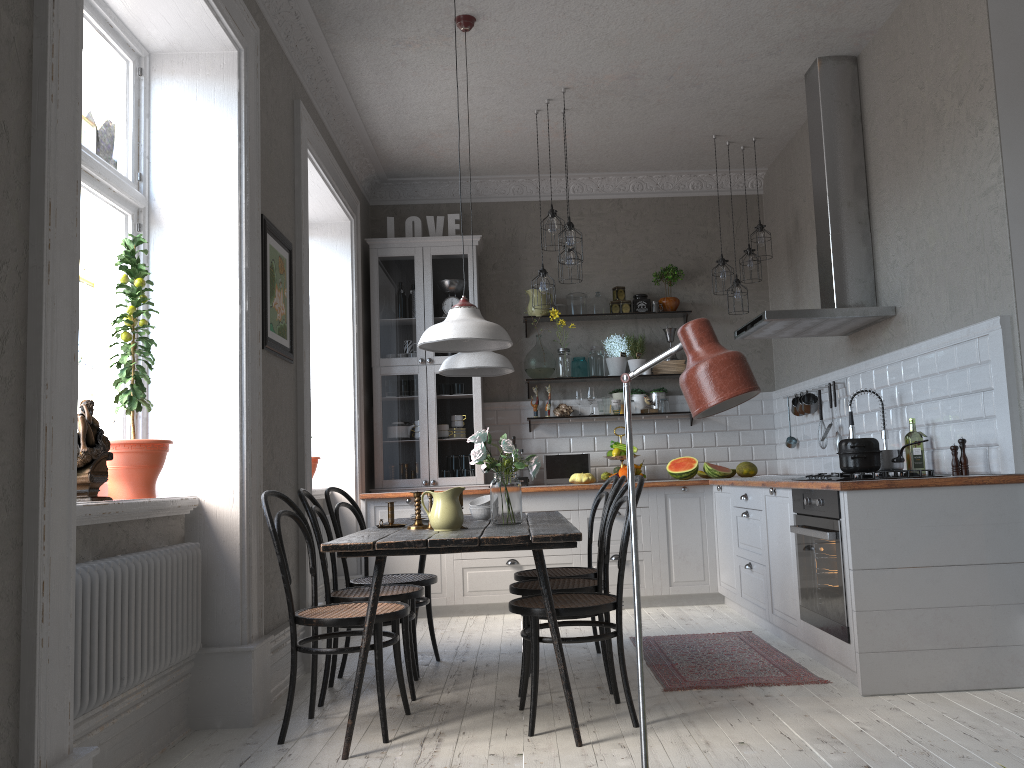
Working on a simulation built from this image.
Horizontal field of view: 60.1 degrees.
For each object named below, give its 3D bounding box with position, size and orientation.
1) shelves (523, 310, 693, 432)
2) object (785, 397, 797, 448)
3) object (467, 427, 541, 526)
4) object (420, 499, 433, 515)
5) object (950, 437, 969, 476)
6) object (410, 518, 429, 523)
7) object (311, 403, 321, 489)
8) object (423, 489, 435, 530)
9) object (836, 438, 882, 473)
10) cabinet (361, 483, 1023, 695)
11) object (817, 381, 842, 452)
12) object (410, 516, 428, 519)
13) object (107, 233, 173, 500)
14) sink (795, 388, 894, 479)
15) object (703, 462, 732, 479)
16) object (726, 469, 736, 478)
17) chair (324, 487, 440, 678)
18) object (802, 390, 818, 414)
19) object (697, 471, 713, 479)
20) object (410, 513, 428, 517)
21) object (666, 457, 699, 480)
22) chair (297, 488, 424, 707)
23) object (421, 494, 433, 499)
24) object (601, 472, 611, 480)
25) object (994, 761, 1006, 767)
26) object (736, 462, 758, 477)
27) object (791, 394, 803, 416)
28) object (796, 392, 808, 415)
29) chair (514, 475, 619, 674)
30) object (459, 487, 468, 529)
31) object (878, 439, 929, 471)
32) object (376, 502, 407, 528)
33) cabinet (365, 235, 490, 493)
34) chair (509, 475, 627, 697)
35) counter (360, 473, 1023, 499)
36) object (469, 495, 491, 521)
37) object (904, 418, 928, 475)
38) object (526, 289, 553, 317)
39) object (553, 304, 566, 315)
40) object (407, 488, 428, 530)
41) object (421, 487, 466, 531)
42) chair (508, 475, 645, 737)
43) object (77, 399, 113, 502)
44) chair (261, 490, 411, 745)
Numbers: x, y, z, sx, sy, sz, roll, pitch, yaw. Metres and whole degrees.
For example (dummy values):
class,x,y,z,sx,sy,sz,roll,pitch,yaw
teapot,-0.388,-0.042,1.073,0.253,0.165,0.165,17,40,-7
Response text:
class,x,y,z,sx,sy,sz,roll,pitch,yaw
shelves,0.762,-0.078,6.939,1.318,0.923,0.228,-2,-6,-2
object,2.023,0.279,6.448,0.077,0.378,0.082,-2,-6,-1
object,-0.029,0.387,3.748,0.312,0.414,0.251,-2,-6,-3
object,-0.360,0.587,4.171,0.181,0.094,0.178,-1,-6,-10
object,1.921,0.310,3.806,0.073,0.166,0.036,-2,-6,-2
object,-0.358,0.640,4.166,0.235,0.027,0.240,-4,-6,17
object,-1.363,0.266,5.678,0.255,0.813,0.264,-5,-7,26
object,-0.334,0.511,3.639,0.061,0.172,0.063,-4,-6,20
object,1.520,0.312,3.875,0.193,0.147,0.190,0,-6,-21
cabinet,1.013,1.027,5.377,2.030,0.854,4.106,4,-8,-45
object,1.979,0.214,5.564,0.081,0.443,0.329,-2,-6,1
object,-0.359,0.631,4.167,0.242,0.027,0.233,2,-7,-33
object,-1.377,-0.080,3.218,0.264,0.991,0.276,-7,-7,38
sink,1.745,0.384,4.667,0.529,0.720,0.485,-2,-6,-1
object,1.514,0.630,6.473,0.227,0.127,0.146,0,-6,-18
object,1.615,0.671,6.648,0.204,0.073,0.117,2,-8,-38
chair,-0.648,0.970,4.455,0.545,0.920,0.441,-3,-6,11
object,2.000,0.119,5.946,0.107,0.161,0.138,-4,-6,16
object,1.497,0.689,6.739,0.198,0.067,0.103,-3,-6,5
object,-0.359,0.623,4.168,0.234,0.027,0.241,-5,-6,22
object,1.255,0.621,6.516,0.232,0.174,0.220,-4,-6,21
chair,-0.671,0.920,3.971,0.551,0.920,0.436,-2,-6,-4
object,-0.361,0.567,4.173,0.181,0.094,0.178,-1,-6,-10
object,0.722,0.697,6.681,0.075,0.072,0.154,-5,-7,29
object,0.589,0.493,0.762,0.723,0.420,0.670,-4,-6,17
object,1.750,0.638,6.606,0.208,0.119,0.129,2,-8,-38
object,2.011,0.145,6.200,0.107,0.161,0.138,-3,-6,11
object,2.010,0.132,6.072,0.108,0.161,0.137,-2,-6,1
chair,0.283,0.932,4.451,0.551,0.920,0.436,-2,-6,-4
object,-0.211,0.505,3.608,0.059,0.167,0.060,-3,-6,12
object,1.791,0.334,4.111,0.298,0.134,0.178,-6,-7,33
object,-0.538,0.581,3.938,0.141,0.112,0.138,0,-6,-18
cabinet,-0.631,-0.132,6.759,0.881,1.920,0.387,-2,-6,-2
chair,0.261,0.882,3.969,0.547,0.920,0.440,-3,-6,6
counter,0.544,0.620,5.256,3.166,0.039,3.387,-2,-6,-1
object,-0.143,0.591,4.221,0.123,0.119,0.129,-4,-6,15
object,1.987,0.308,4.341,0.089,0.282,0.081,-2,-6,-1
object,0.213,-0.624,6.923,0.189,0.216,0.175,-4,-6,13
object,0.375,-0.571,6.981,0.103,0.111,0.103,-2,-6,-1
object,-0.394,0.521,3.708,0.097,0.172,0.094,0,-6,-20
object,-0.266,0.497,3.523,0.153,0.170,0.133,3,-8,-40
chair,0.260,0.826,3.438,0.551,0.920,0.436,-2,-6,-4
object,-1.366,0.208,2.795,0.120,0.329,0.237,-2,-6,1
chair,-0.672,0.862,3.419,0.547,0.920,0.440,-3,-6,6
